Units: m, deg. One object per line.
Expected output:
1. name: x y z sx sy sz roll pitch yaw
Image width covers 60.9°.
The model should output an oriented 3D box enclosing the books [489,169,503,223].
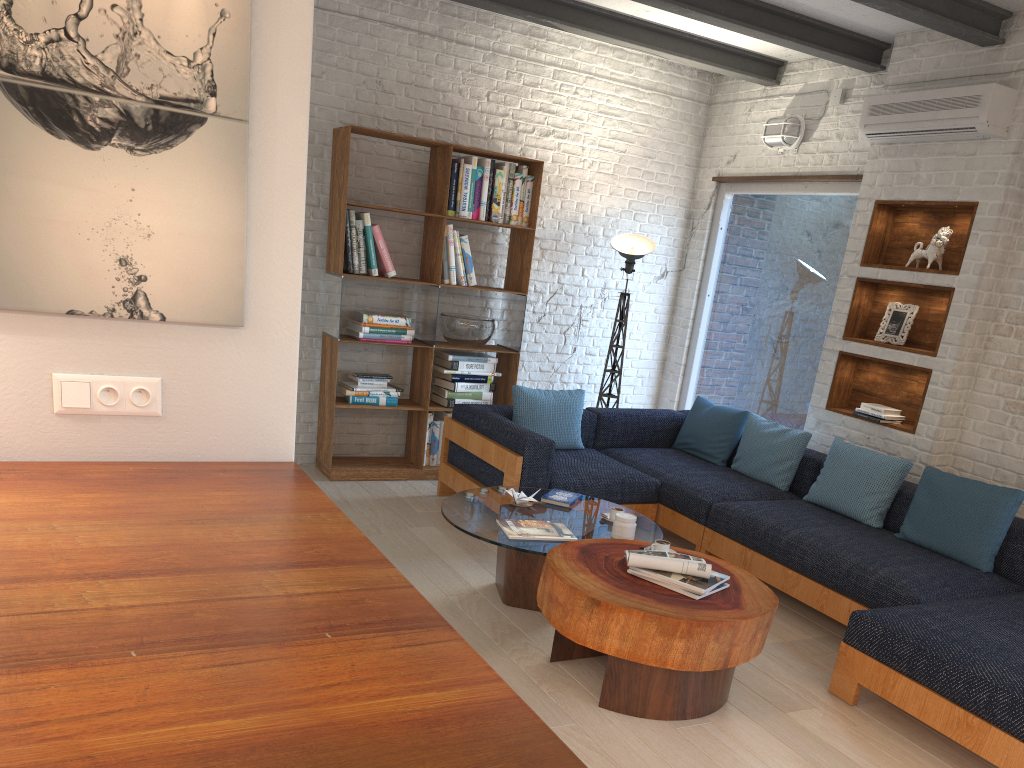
1. books: -0.156 -1.261 5.853 0.055 0.344 0.243 -3 18 -28

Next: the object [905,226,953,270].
1. object: 2.380 -0.775 4.961 0.112 0.254 0.206 1 15 -20

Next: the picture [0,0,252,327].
1. picture: -0.981 -0.677 2.134 0.654 1.061 0.019 -1 19 -27

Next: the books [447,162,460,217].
1. books: -0.434 -1.278 5.732 0.055 0.344 0.243 -3 18 -28

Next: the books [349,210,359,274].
1. books: -1.042 -0.909 5.560 0.091 0.402 0.233 -3 18 -28

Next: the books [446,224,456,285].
1. books: -0.450 -0.874 5.856 0.103 0.401 0.233 -2 18 -28

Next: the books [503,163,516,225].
1. books: -0.067 -1.286 5.906 0.036 0.401 0.233 -3 18 -28

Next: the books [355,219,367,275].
1. books: -1.008 -0.885 5.607 0.102 0.349 0.243 -2 17 -28

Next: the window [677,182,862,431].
1. window: 4.716 -1.256 1.387 0.645 6.691 11.821 -3 14 -28

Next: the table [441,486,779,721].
1. table: 0.310 0.904 3.952 1.078 0.466 1.751 3 10 -23

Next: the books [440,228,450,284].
1. books: -0.494 -0.881 5.857 0.101 0.401 0.233 -2 18 -28

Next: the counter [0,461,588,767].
1. counter: -0.896 0.892 1.388 1.685 0.961 2.393 1 12 -29

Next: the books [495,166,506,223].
1. books: -0.126 -1.276 5.879 0.020 0.375 0.260 -3 18 -28

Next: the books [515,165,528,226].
1. books: 0.016 -1.282 5.950 0.036 0.401 0.233 -3 18 -28

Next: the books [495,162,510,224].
1. books: -0.105 -1.290 5.899 0.036 0.401 0.233 -3 18 -28

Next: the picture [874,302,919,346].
1. picture: 2.295 -0.358 5.188 0.101 0.255 0.186 -6 19 -37

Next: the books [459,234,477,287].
1. books: -0.347 -0.844 5.925 0.158 0.344 0.243 -2 17 -28

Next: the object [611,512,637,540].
1. object: 0.520 0.660 4.037 0.108 0.113 0.103 4 14 -13

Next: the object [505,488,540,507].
1. object: 0.056 0.556 4.378 0.187 0.095 0.186 7 11 -4

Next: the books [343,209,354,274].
1. books: -1.071 -0.909 5.536 0.091 0.402 0.233 -3 18 -28

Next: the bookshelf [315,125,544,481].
1. bookshelf: -0.585 -0.443 5.941 1.315 2.301 0.348 -1 19 -27

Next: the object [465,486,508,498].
1. object: -0.135 0.550 4.475 0.066 0.028 0.298 16 12 39

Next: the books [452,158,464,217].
1. books: -0.397 -1.290 5.745 0.020 0.375 0.260 -3 18 -28

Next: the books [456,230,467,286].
1. books: -0.395 -0.858 5.912 0.124 0.364 0.260 -2 17 -28

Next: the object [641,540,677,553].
1. object: 0.637 0.707 3.775 0.145 0.058 0.169 -1 13 -39

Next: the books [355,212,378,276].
1. books: -0.942 -0.900 5.600 0.121 0.398 0.233 -2 18 -28

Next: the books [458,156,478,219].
1. books: -0.314 -1.298 5.770 0.036 0.401 0.233 -3 18 -28

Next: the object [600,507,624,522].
1. object: 0.549 0.658 4.261 0.154 0.060 0.260 0 12 -36

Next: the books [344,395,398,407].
1. books: -0.967 0.092 5.963 0.327 0.058 0.243 4 10 -19

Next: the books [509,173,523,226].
1. books: -0.027 -1.256 5.931 0.055 0.344 0.243 -3 18 -28

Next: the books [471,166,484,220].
1. books: -0.282 -1.271 5.812 0.055 0.344 0.243 -3 18 -28

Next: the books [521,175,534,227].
1. books: 0.049 -1.256 5.995 0.055 0.344 0.243 -3 18 -28

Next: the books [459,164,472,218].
1. books: -0.357 -1.272 5.753 0.055 0.344 0.243 -3 18 -28

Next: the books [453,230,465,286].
1. books: -0.410 -0.857 5.894 0.124 0.364 0.260 -2 17 -28

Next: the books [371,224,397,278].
1. books: -0.875 -0.870 5.672 0.194 0.333 0.243 -1 17 -28

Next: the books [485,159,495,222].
1. books: -0.200 -1.293 5.835 0.036 0.401 0.233 -3 18 -28

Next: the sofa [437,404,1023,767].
1. sofa: 1.350 0.825 4.596 2.078 0.690 3.787 2 10 -29

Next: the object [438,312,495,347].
1. object: -0.323 -0.374 6.139 0.400 0.211 0.386 10 11 12

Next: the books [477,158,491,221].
1. books: -0.228 -1.293 5.809 0.036 0.401 0.233 -3 18 -28
